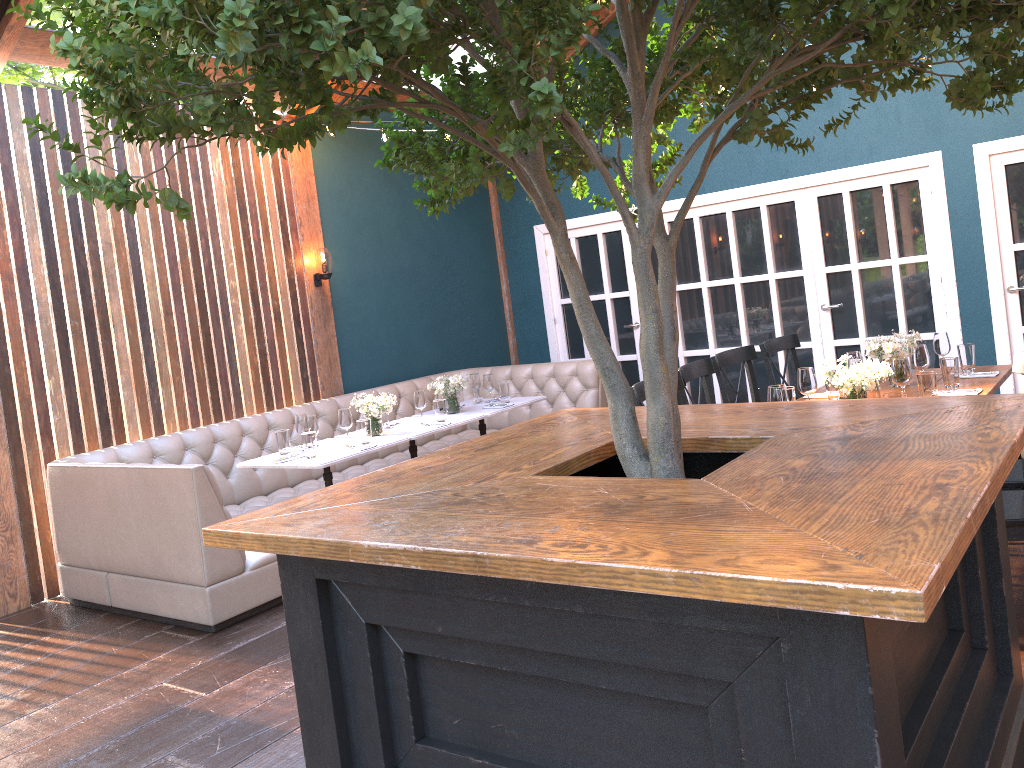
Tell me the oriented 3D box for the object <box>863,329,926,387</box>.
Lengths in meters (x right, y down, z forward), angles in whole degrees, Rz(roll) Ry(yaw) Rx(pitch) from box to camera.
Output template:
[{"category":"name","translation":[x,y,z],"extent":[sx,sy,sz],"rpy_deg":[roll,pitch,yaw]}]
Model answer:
[{"category":"object","translation":[2.125,-0.142,4.928],"extent":[0.328,0.309,0.338],"rpy_deg":[-5,5,35]}]

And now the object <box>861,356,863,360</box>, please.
[{"category":"object","translation":[2.019,-0.079,5.195],"extent":[0.092,0.158,0.091],"rpy_deg":[-9,3,-27]}]

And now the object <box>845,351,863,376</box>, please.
[{"category":"object","translation":[1.826,-0.048,4.703],"extent":[0.092,0.244,0.092],"rpy_deg":[-8,2,-11]}]

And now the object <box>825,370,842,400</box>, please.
[{"category":"object","translation":[1.713,0.008,4.714],"extent":[0.092,0.158,0.091],"rpy_deg":[-9,3,-27]}]

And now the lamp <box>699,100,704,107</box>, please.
[{"category":"lamp","translation":[1.387,-2.048,6.493],"extent":[0.056,0.120,0.056],"rpy_deg":[-9,3,-29]}]

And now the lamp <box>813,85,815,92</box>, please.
[{"category":"lamp","translation":[2.121,-2.109,6.220],"extent":[0.056,0.117,0.067],"rpy_deg":[-8,3,-9]}]

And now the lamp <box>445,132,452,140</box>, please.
[{"category":"lamp","translation":[-0.430,-1.658,5.901],"extent":[0.056,0.119,0.060],"rpy_deg":[-5,3,41]}]

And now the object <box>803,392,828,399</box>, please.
[{"category":"object","translation":[1.750,0.057,4.887],"extent":[0.254,0.019,0.158],"rpy_deg":[-3,7,37]}]

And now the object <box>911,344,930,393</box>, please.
[{"category":"object","translation":[2.139,-0.081,4.625],"extent":[0.092,0.244,0.092],"rpy_deg":[-8,2,-11]}]

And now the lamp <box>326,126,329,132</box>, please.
[{"category":"lamp","translation":[-1.532,-2.144,7.325],"extent":[0.056,0.120,0.056],"rpy_deg":[-7,3,6]}]

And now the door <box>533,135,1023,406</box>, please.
[{"category":"door","translation":[3.680,-0.776,7.042],"extent":[8.150,2.204,0.175],"rpy_deg":[-3,4,36]}]

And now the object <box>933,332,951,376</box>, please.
[{"category":"object","translation":[2.489,-0.175,5.111],"extent":[0.092,0.244,0.092],"rpy_deg":[-8,2,-11]}]

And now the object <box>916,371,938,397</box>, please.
[{"category":"object","translation":[1.977,0.024,4.206],"extent":[0.092,0.158,0.092],"rpy_deg":[-8,3,-17]}]

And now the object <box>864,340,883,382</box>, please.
[{"category":"object","translation":[2.122,-0.135,5.194],"extent":[0.092,0.244,0.092],"rpy_deg":[-8,2,-11]}]

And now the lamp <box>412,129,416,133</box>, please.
[{"category":"lamp","translation":[-0.795,-2.079,7.124],"extent":[0.056,0.121,0.057],"rpy_deg":[-6,3,21]}]

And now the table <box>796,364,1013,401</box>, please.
[{"category":"table","translation":[1.895,0.456,4.486],"extent":[0.947,0.728,2.447],"rpy_deg":[-4,6,36]}]

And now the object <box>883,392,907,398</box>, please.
[{"category":"object","translation":[1.622,0.118,3.731],"extent":[0.092,0.158,0.092],"rpy_deg":[-8,3,-17]}]

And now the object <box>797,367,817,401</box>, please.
[{"category":"object","translation":[1.435,0.044,4.286],"extent":[0.092,0.244,0.092],"rpy_deg":[-8,2,-5]}]

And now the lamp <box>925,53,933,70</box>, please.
[{"category":"lamp","translation":[2.816,-2.185,5.986],"extent":[0.056,0.121,0.056],"rpy_deg":[-7,2,-2]}]

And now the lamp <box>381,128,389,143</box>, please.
[{"category":"lamp","translation":[-0.932,-1.822,6.468],"extent":[0.059,0.119,0.057],"rpy_deg":[-6,3,31]}]

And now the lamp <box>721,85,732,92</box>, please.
[{"category":"lamp","translation":[0.993,-1.414,4.125],"extent":[0.057,0.119,0.059],"rpy_deg":[-9,3,-39]}]

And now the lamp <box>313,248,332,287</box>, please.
[{"category":"lamp","translation":[-1.583,-0.981,7.407],"extent":[0.177,0.319,0.147],"rpy_deg":[-5,3,37]}]

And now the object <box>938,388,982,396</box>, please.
[{"category":"object","translation":[2.220,0.038,4.458],"extent":[0.254,0.019,0.158],"rpy_deg":[-3,7,37]}]

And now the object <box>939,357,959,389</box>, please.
[{"category":"object","translation":[2.291,-0.058,4.625],"extent":[0.092,0.158,0.091],"rpy_deg":[-9,3,-27]}]

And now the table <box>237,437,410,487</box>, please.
[{"category":"table","translation":[-1.168,0.759,5.721],"extent":[0.796,0.670,0.804],"rpy_deg":[-5,5,36]}]

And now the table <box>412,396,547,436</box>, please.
[{"category":"table","translation":[-0.214,0.505,7.034],"extent":[0.796,0.670,0.804],"rpy_deg":[-4,5,36]}]

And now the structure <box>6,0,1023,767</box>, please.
[{"category":"structure","translation":[0.299,-0.636,2.490],"extent":[2.707,3.687,2.868],"rpy_deg":[-4,5,45]}]

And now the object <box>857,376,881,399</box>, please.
[{"category":"object","translation":[1.501,0.092,3.709],"extent":[0.092,0.244,0.092],"rpy_deg":[-8,2,-5]}]

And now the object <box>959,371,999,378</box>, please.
[{"category":"object","translation":[2.570,-0.054,4.935],"extent":[0.254,0.019,0.158],"rpy_deg":[-3,7,37]}]

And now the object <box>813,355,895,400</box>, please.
[{"category":"object","translation":[1.575,0.015,4.057],"extent":[0.338,0.309,0.328],"rpy_deg":[-10,5,-38]}]

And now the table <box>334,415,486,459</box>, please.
[{"category":"table","translation":[-0.691,0.632,6.378],"extent":[0.796,0.670,0.804],"rpy_deg":[-4,5,37]}]

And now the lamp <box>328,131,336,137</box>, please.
[{"category":"lamp","translation":[-1.432,-2.018,7.017],"extent":[0.056,0.113,0.076],"rpy_deg":[-8,3,-8]}]

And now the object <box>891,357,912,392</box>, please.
[{"category":"object","translation":[1.850,-0.001,4.189],"extent":[0.092,0.244,0.092],"rpy_deg":[-8,2,-5]}]

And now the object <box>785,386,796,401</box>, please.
[{"category":"object","translation":[1.339,0.097,4.310],"extent":[0.092,0.158,0.092],"rpy_deg":[-8,3,-17]}]

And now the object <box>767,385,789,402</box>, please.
[{"category":"object","translation":[1.148,0.130,3.793],"extent":[0.092,0.244,0.092],"rpy_deg":[-8,2,-5]}]
